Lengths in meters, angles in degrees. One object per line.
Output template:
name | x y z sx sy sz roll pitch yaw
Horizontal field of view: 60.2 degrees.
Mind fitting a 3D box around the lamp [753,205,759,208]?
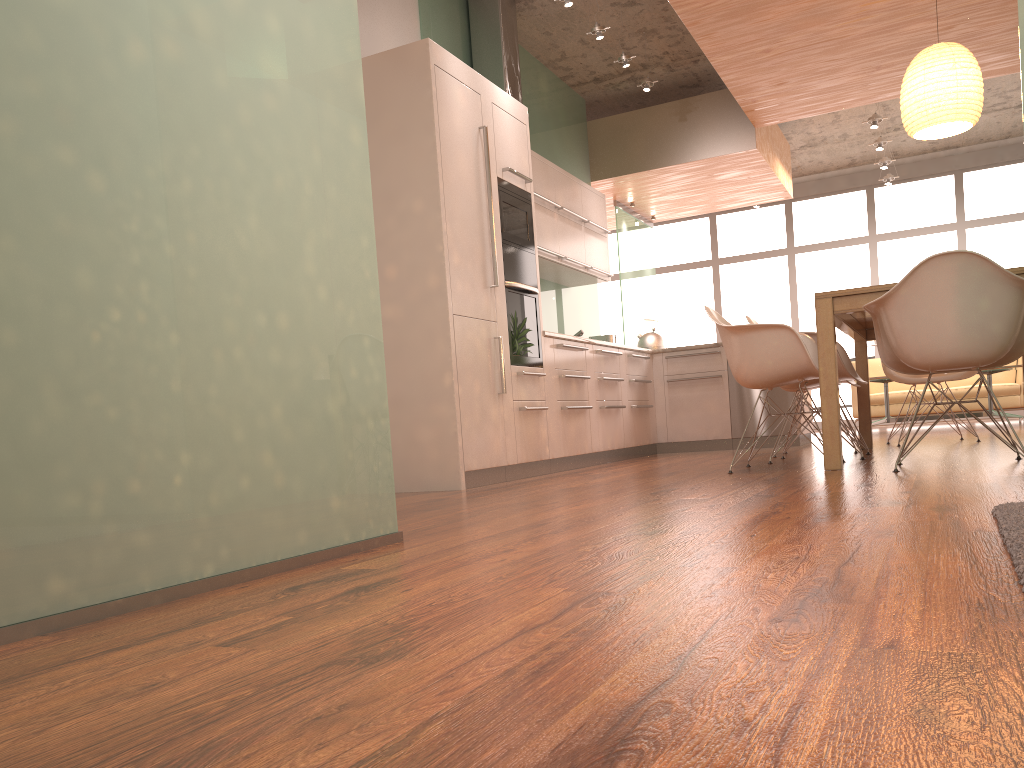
lamp | 3.123 -2.501 11.288 0.198 0.484 0.133 -4 2 -6

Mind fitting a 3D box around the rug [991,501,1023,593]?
rug | 1.321 0.236 0.974 1.287 0.009 2.059 -6 -3 26

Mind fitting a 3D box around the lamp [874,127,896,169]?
lamp | 4.158 -2.652 9.864 0.198 0.484 0.133 -4 2 -6

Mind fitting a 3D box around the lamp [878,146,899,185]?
lamp | 4.515 -2.637 10.597 0.198 0.484 0.133 -4 2 -6

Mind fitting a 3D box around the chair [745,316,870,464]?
chair | 1.698 0.003 5.066 0.645 0.864 0.680 -4 0 21

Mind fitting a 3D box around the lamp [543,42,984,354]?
lamp | 1.615 -1.023 6.486 3.234 1.351 3.049 -5 -2 26

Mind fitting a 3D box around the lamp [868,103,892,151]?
lamp | 3.801 -2.666 9.130 0.198 0.484 0.133 -4 2 -6

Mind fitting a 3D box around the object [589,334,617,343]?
object | 0.848 -0.341 8.127 0.238 0.203 0.152 -4 0 26

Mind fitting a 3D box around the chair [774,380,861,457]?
chair | 1.924 0.023 5.740 0.645 0.864 0.680 -4 0 21

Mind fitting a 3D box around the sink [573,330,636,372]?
sink | 0.686 -0.277 7.423 0.620 0.383 0.639 -5 -2 26

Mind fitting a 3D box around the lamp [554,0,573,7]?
lamp | 0.333 -2.621 5.557 0.153 0.472 0.103 -4 2 -6

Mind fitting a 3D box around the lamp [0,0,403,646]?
lamp | 1.684 -1.315 4.254 0.448 3.409 8.159 -2 0 44

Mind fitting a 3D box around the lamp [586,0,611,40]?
lamp | 0.581 -2.611 6.066 0.153 0.472 0.103 -4 2 -6

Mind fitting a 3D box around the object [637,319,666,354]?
object | 1.244 -0.430 7.918 0.264 0.306 0.260 -4 0 42

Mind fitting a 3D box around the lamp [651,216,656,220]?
lamp | 1.605 -2.115 10.091 0.103 0.472 0.152 -4 2 -2

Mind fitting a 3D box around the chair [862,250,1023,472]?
chair | 1.865 -0.081 3.734 0.687 0.864 0.639 -4 0 21

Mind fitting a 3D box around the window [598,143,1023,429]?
window | 2.899 -0.925 12.380 8.609 3.290 0.061 -5 2 26

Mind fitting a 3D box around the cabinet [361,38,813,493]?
cabinet | 0.798 -0.580 6.258 1.924 2.280 4.219 -4 -2 26

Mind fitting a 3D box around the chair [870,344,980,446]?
chair | 2.872 -0.025 6.098 0.686 0.864 0.640 -4 0 11

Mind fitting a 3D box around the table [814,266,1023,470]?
table | 2.316 -0.036 4.734 1.031 0.811 2.060 -5 -2 26

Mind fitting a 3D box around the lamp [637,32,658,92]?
lamp | 1.076 -2.591 7.083 0.153 0.472 0.103 -4 2 -6

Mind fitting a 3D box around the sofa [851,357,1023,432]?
sofa | 4.818 0.055 9.951 1.811 0.840 0.873 -5 -1 26

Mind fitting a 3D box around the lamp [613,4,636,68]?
lamp | 0.828 -2.601 6.575 0.153 0.472 0.103 -4 2 -6

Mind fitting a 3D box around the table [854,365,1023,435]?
table | 4.261 0.172 8.816 1.881 0.561 0.934 -5 -2 26

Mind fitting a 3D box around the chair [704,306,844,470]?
chair | 1.329 -0.009 4.480 0.645 0.851 0.680 -4 0 21

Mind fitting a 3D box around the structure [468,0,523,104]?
structure | -0.105 -2.217 6.360 0.256 1.137 0.260 -3 2 26

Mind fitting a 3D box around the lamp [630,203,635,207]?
lamp | 1.273 -2.128 9.409 0.103 0.472 0.152 -4 2 -2

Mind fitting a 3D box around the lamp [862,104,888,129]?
lamp | 3.444 -2.680 8.397 0.198 0.484 0.133 -4 2 -6
